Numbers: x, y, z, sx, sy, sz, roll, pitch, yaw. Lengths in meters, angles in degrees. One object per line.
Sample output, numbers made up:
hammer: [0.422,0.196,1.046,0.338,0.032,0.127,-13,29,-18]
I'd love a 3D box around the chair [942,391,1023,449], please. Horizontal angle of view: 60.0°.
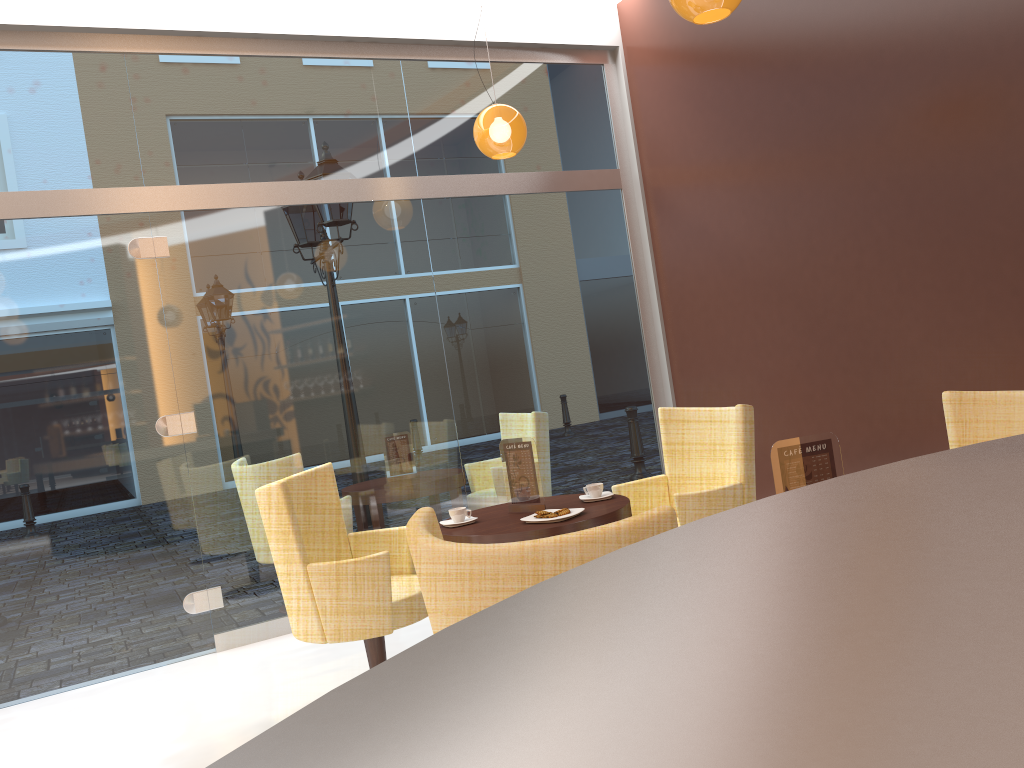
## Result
chair: [1.590,0.530,2.724,0.685,1.017,0.729,-9,1,-19]

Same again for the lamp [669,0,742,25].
lamp: [0.630,-2.104,3.282,0.299,1.500,0.299,-8,1,42]

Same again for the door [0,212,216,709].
door: [-2.580,0.388,4.623,1.640,2.499,0.020,-9,1,-26]

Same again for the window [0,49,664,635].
window: [-2.654,-0.106,4.618,8.200,3.380,0.040,-9,1,-26]

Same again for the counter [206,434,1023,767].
counter: [0.587,0.666,0.121,1.586,1.100,2.917,-8,1,19]

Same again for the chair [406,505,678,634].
chair: [0.196,0.748,1.970,0.729,1.017,0.685,-8,1,42]

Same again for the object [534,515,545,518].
object: [0.123,0.552,3.694,0.054,0.018,0.051,-8,1,21]

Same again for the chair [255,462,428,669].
chair: [-0.683,0.861,3.828,0.685,1.017,0.729,-8,1,6]

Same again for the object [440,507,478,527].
object: [-0.238,0.586,3.918,0.153,0.069,0.153,-9,1,-26]

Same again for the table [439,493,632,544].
table: [0.139,0.907,3.940,0.872,0.679,0.874,-8,1,20]

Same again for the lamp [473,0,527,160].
lamp: [-0.157,-2.002,4.897,0.299,1.500,0.299,-8,1,31]

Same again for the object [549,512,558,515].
object: [0.162,0.549,3.734,0.051,0.018,0.054,-9,1,-39]

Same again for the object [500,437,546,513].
object: [0.044,0.408,3.974,0.209,0.335,0.042,-8,1,39]

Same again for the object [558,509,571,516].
object: [0.218,0.537,3.698,0.052,0.018,0.055,-9,1,-2]

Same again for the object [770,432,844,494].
object: [0.817,0.308,2.413,0.209,0.335,0.042,-9,1,-12]

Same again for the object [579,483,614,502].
object: [0.381,0.492,4.037,0.153,0.069,0.153,-9,1,-4]

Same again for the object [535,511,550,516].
object: [0.129,0.543,3.729,0.052,0.016,0.055,-9,1,-27]

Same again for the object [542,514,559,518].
object: [0.160,0.546,3.668,0.053,0.014,0.055,-9,1,-43]

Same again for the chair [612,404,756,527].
chair: [0.850,0.626,4.220,0.685,1.017,0.729,-9,1,-23]

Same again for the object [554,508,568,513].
object: [0.207,0.536,3.743,0.051,0.018,0.054,-9,1,-28]

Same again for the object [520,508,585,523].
object: [0.171,0.552,3.707,0.234,0.020,0.234,-8,1,35]
